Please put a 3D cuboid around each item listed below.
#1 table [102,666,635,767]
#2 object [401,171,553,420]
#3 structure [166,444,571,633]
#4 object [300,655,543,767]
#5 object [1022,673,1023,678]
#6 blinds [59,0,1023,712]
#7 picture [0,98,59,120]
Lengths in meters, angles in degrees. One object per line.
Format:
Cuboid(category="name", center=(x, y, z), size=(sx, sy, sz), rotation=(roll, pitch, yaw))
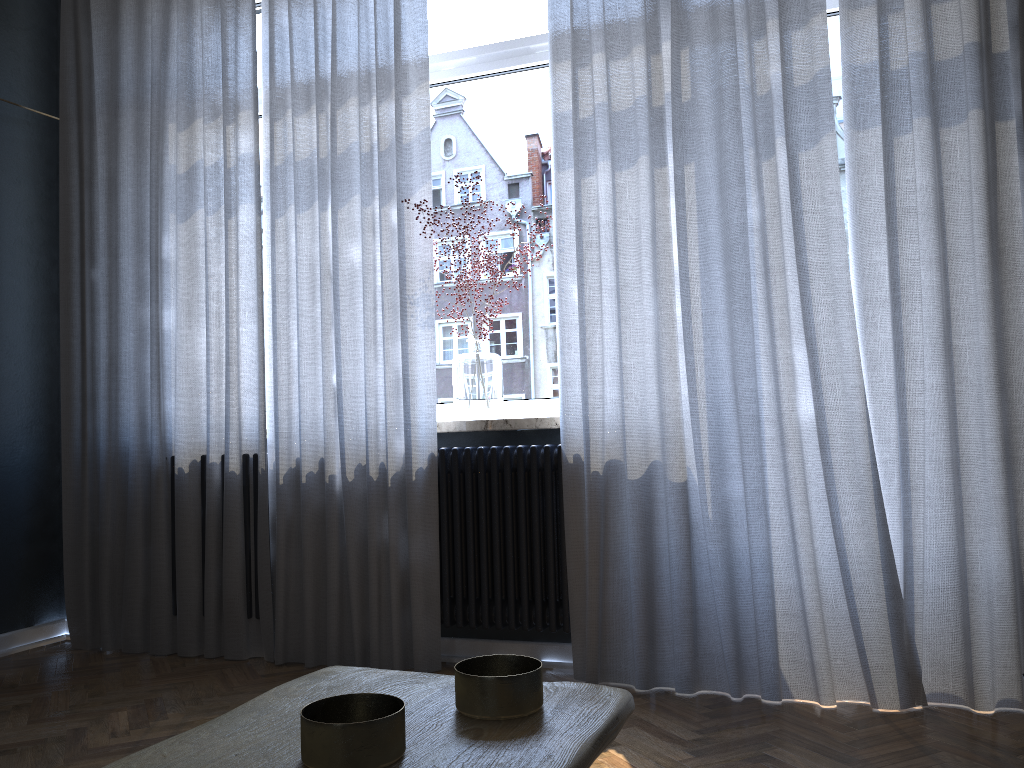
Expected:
Cuboid(category="table", center=(-0.162, 0.521, 0.458), size=(0.339, 0.549, 0.788), rotation=(-3, -4, 20))
Cuboid(category="object", center=(-0.117, -0.281, 3.096), size=(0.514, 0.809, 0.600), rotation=(-1, -3, -6))
Cuboid(category="structure", center=(-0.519, 0.537, 3.180), size=(1.847, 0.600, 0.216), rotation=(-3, -3, 20))
Cuboid(category="object", center=(-0.100, 0.237, 0.590), size=(0.103, 0.033, 0.369), rotation=(-4, -4, 30))
Cuboid(category="object", center=(0.848, 0.418, 0.937), size=(0.490, 0.329, 0.667), rotation=(-3, -4, 24))
Cuboid(category="blinds", center=(0.083, -0.454, 2.936), size=(3.993, 2.786, 0.312), rotation=(-3, -3, 20))
Cuboid(category="picture", center=(-2.566, -0.843, 1.650), size=(0.058, 0.770, 4.460), rotation=(-3, -4, 19))
